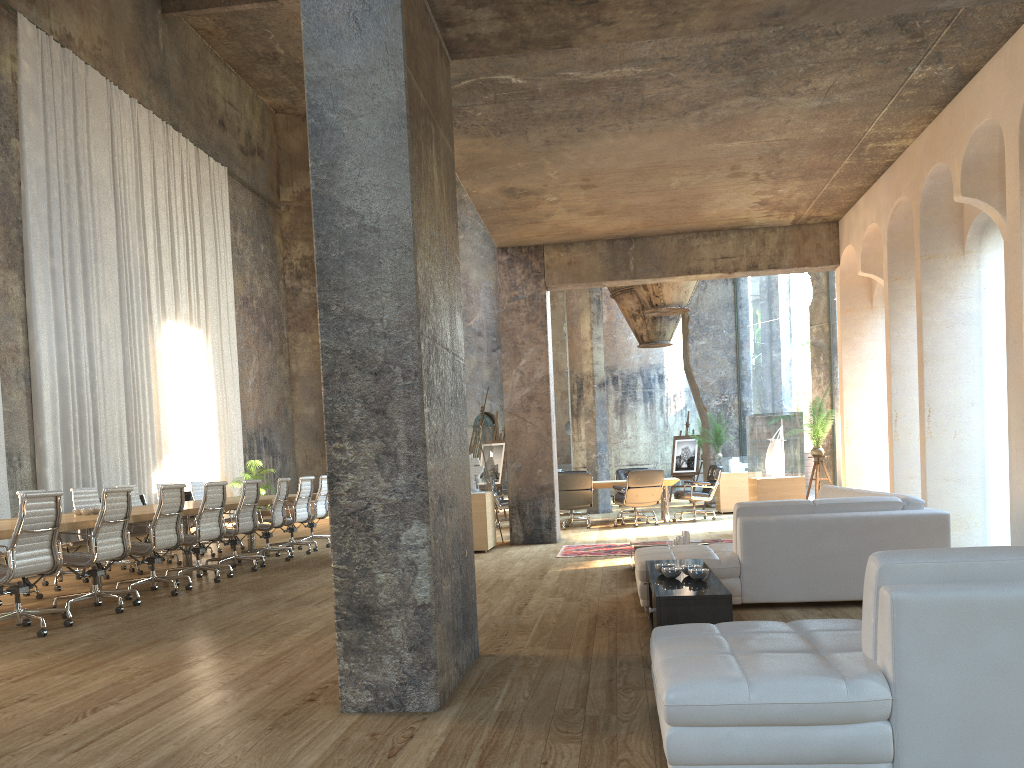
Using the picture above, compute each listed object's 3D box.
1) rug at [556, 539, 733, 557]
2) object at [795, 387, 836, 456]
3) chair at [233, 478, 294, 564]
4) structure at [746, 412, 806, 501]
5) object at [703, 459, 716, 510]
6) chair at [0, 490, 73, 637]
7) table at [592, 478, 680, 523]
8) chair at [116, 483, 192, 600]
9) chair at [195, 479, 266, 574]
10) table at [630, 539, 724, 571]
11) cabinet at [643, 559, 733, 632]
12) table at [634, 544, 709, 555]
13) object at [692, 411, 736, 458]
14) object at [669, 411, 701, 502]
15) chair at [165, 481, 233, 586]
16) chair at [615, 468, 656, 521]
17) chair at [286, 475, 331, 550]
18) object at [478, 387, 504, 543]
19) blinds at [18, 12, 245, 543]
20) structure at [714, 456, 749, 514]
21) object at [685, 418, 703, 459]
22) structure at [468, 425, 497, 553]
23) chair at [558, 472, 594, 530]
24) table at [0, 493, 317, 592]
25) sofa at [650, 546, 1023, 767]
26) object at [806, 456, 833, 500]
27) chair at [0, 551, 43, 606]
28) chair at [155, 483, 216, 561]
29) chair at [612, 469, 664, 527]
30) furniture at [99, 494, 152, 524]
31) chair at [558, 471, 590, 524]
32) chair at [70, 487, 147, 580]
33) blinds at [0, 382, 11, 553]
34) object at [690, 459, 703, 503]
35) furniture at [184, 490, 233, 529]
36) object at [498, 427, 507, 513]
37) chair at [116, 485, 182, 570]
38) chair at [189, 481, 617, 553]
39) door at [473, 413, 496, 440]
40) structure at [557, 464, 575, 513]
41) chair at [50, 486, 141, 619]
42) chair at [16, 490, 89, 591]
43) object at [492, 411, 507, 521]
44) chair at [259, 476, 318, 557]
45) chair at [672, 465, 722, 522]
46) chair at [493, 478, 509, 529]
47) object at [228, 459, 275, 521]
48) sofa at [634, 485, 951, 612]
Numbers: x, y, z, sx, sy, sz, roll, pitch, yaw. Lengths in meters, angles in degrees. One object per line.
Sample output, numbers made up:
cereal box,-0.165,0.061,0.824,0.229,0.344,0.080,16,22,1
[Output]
rug,1.780,1.902,10.234,2.464,0.009,1.346,-3,-5,7
object,4.085,0.508,11.802,0.687,0.942,0.859,-3,-1,-3
chair,-3.069,1.685,10.871,0.699,1.028,0.664,-3,0,6
structure,3.429,1.167,11.431,0.595,1.552,0.740,-3,1,7
object,4.054,1.921,16.855,0.572,0.975,0.656,-2,0,43
chair,-3.614,1.296,6.328,0.700,1.028,0.663,-3,0,12
table,1.522,1.961,14.509,2.411,0.702,1.104,-3,-3,7
chair,-3.394,1.454,8.180,0.700,1.028,0.663,-3,0,12
chair,-3.185,1.606,9.946,0.700,1.028,0.663,-3,0,12
table,1.566,1.627,8.371,0.860,0.247,0.370,-3,-3,7
cabinet,0.981,1.293,5.103,0.396,0.369,1.562,-3,-5,7
table,1.523,1.617,8.005,0.790,0.203,1.111,-3,-5,7
object,3.864,0.986,16.911,0.859,0.942,0.686,-3,0,9
object,4.084,1.694,20.513,0.703,2.153,0.680,-1,2,36
chair,-3.291,1.531,9.072,0.700,1.028,0.663,-3,0,15
chair,2.116,1.901,15.199,0.730,0.894,0.820,-3,-1,8
chair,-2.910,1.834,12.583,0.700,1.028,0.663,-3,0,12
object,-0.501,1.121,11.867,0.685,2.153,0.698,-3,2,6
blinds,-7.292,-1.342,18.041,0.275,8.663,7.819,-2,-1,8
structure,4.074,1.805,15.835,0.735,1.017,0.742,-3,0,7
object,4.174,1.194,19.349,0.689,0.942,0.857,-3,-1,27
structure,-0.572,1.316,10.992,0.595,1.552,0.740,-3,1,7
chair,0.935,1.834,13.851,0.729,0.894,0.821,-3,-1,1
table,-3.960,1.744,9.623,1.602,0.759,7.716,-3,-5,7
sofa,1.540,0.908,3.121,2.069,0.723,1.071,-3,-3,6
object,4.068,1.462,11.845,0.656,0.975,0.571,-3,0,-29
chair,-4.789,1.524,8.215,0.699,1.028,0.664,-3,0,6
chair,-4.375,1.834,11.819,0.700,1.028,0.664,-3,0,10
chair,1.942,1.778,13.760,0.728,0.894,0.823,-3,-1,-20
furniture,-6.420,2.309,14.968,0.709,0.842,1.872,-3,-4,7
chair,1.008,1.966,15.334,0.730,0.894,0.820,-3,-1,13
chair,-4.584,1.679,10.016,0.700,1.028,0.663,-3,0,15
blinds,-8.310,-2.078,9.463,0.275,8.663,7.819,-2,-1,8
object,4.272,2.140,19.358,0.658,0.975,0.570,-3,1,1
furniture,-6.138,2.512,17.338,0.709,0.842,1.872,-3,-4,7
object,-0.244,1.747,18.849,0.686,2.153,0.697,-2,2,33
chair,-4.481,1.755,10.908,0.700,1.028,0.663,-3,0,12
chair,-1.452,1.751,12.360,12.959,1.033,31.513,-3,-5,7
door,-0.811,1.978,25.865,0.899,2.303,0.091,-4,3,-35
structure,0.839,2.115,17.546,0.744,1.017,0.734,-3,0,7
chair,-3.501,1.376,7.269,0.700,1.028,0.664,-3,0,10
chair,-4.690,1.604,9.142,0.700,1.028,0.663,-3,0,12
object,-0.362,1.580,16.962,0.703,2.153,0.681,-1,2,39
chair,-2.977,1.758,11.721,0.700,1.028,0.663,-3,0,15
chair,2.995,1.780,14.324,0.821,0.895,0.729,-3,-1,1
chair,-0.023,1.957,14.703,0.821,0.895,0.729,-3,-1,3
object,-6.092,2.529,20.867,1.091,1.460,1.128,-3,0,-2
sofa,2.033,1.265,7.292,2.065,0.722,2.929,-3,-5,7
